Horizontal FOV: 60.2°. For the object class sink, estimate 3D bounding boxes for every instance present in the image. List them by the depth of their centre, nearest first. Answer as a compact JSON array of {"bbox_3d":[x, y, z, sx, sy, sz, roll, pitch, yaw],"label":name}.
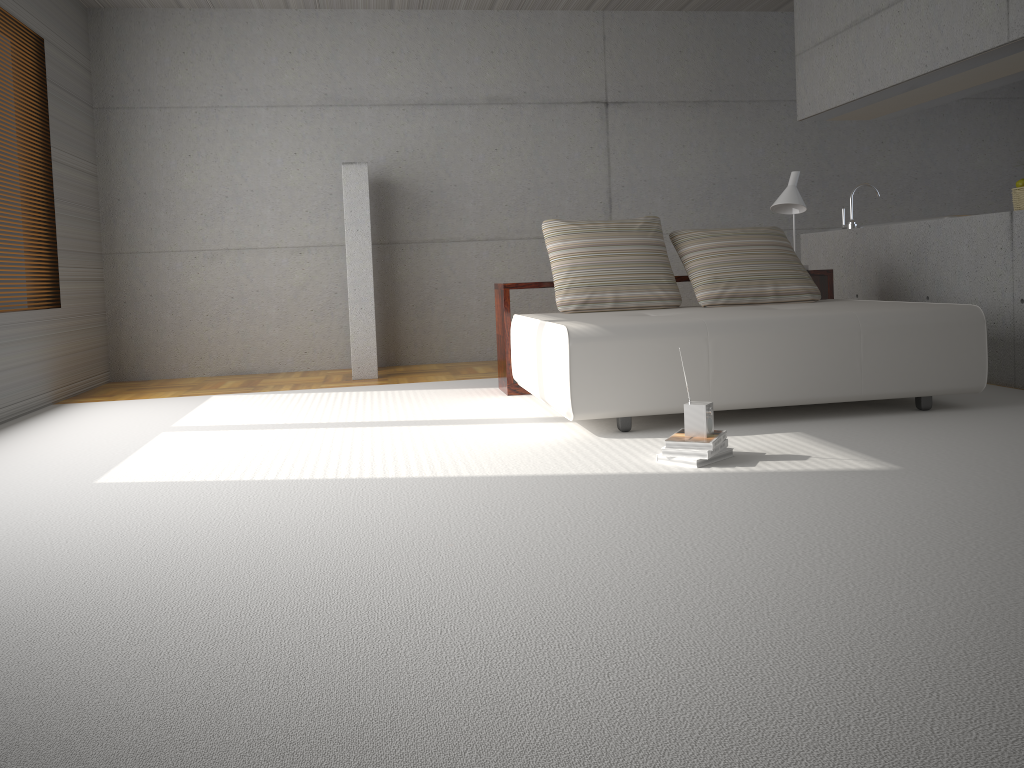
[{"bbox_3d":[3.008,-1.268,6.629,0.766,0.537,1.712,-3,7,-9],"label":"sink"}]

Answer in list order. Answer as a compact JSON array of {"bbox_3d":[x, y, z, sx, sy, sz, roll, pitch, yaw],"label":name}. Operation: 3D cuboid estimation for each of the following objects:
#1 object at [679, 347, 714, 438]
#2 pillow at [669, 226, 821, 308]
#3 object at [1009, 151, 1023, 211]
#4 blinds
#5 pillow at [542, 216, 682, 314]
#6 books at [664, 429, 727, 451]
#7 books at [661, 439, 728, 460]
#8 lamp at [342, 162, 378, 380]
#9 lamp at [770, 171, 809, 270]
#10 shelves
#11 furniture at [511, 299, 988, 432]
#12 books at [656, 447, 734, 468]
[{"bbox_3d":[0.717,0.029,3.483,0.090,0.365,0.186,-1,4,32],"label":"object"},{"bbox_3d":[1.486,-0.759,5.683,0.807,0.515,0.581,-3,5,-8],"label":"pillow"},{"bbox_3d":[3.197,-1.257,5.315,0.369,0.440,0.334,-4,5,-23],"label":"object"},{"bbox_3d":[-3.151,-1.281,4.873,0.012,2.035,3.550,-3,6,-9],"label":"blinds"},{"bbox_3d":[0.632,-0.763,5.599,0.801,0.607,0.492,-3,4,-9],"label":"pillow"},{"bbox_3d":[0.738,0.221,3.536,0.189,0.032,0.266,1,8,25],"label":"books"},{"bbox_3d":[0.733,0.253,3.535,0.189,0.032,0.266,2,8,30],"label":"books"},{"bbox_3d":[-1.244,-0.922,7.268,0.200,1.685,0.801,-3,3,-9],"label":"lamp"},{"bbox_3d":[1.953,-1.136,6.135,0.324,0.697,0.245,-4,3,-28],"label":"lamp"},{"bbox_3d":[1.036,-0.372,5.985,2.252,0.713,0.402,-3,4,-9],"label":"shelves"},{"bbox_3d":[1.182,-0.159,5.005,2.170,0.520,1.621,-3,7,-9],"label":"furniture"},{"bbox_3d":[0.734,0.285,3.536,0.266,0.032,0.189,-9,10,-44],"label":"books"}]
